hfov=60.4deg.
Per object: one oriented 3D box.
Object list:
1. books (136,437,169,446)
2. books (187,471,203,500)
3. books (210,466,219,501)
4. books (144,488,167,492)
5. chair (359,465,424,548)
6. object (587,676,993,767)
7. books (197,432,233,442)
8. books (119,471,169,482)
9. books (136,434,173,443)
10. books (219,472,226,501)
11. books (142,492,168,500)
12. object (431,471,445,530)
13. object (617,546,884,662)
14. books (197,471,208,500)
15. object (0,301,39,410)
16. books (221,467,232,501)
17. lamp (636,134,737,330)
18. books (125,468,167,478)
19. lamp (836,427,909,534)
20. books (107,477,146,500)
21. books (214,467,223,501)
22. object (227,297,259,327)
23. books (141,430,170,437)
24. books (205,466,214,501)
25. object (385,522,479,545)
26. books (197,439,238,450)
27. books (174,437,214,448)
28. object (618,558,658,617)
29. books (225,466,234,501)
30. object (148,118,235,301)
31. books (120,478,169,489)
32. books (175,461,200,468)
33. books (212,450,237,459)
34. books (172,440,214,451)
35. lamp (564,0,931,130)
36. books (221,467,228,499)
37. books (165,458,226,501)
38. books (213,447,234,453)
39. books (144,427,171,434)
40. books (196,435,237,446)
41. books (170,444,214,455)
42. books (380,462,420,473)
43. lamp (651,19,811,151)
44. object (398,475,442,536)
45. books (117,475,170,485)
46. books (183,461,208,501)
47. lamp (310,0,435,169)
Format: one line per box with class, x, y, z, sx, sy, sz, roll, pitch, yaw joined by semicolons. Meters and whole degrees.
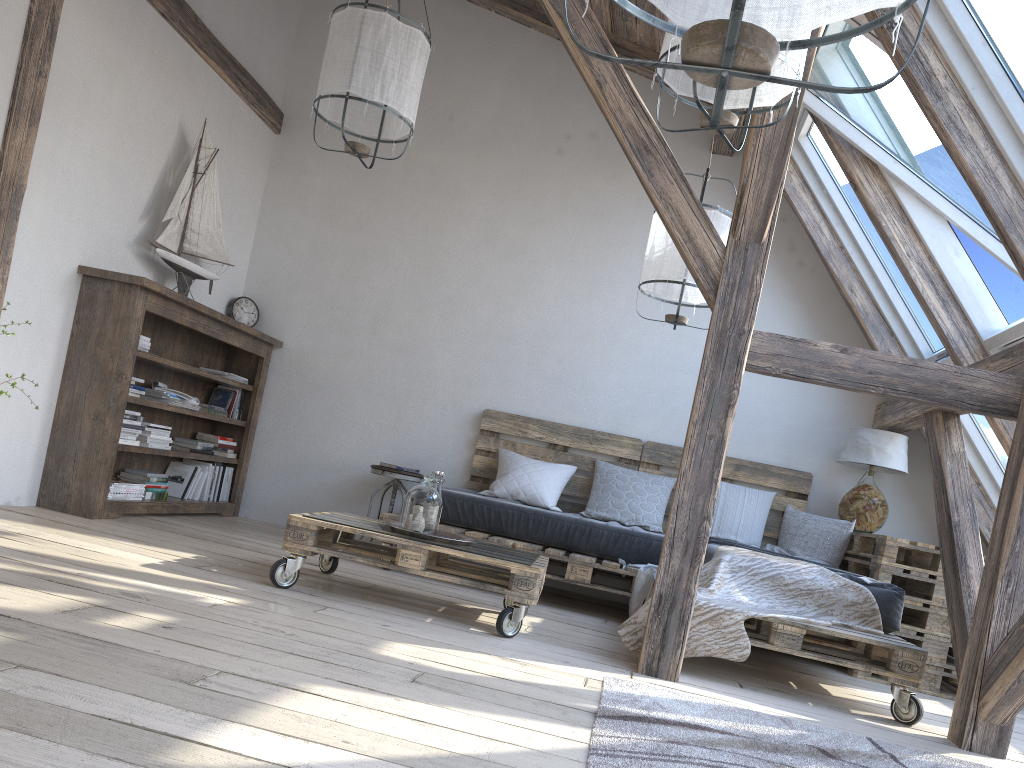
books;-1.976;0.302;4.740;0.156;0.017;0.221;11;-6;9
books;-1.944;0.593;5.246;0.139;0.175;0.095;12;-1;9
books;-1.911;0.602;5.447;0.157;0.219;0.021;12;1;8
books;-2.026;0.570;4.843;0.157;0.021;0.226;11;-6;5
chair;-0.748;0.779;5.411;0.352;0.519;0.356;12;-2;12
object;1.145;0.942;1.252;2.179;0.056;3.218;11;-6;9
books;-1.870;0.333;5.548;0.142;0.019;0.203;11;-6;9
books;-2.027;0.512;4.852;0.174;0.025;0.223;11;-6;4
books;-1.969;0.288;4.757;0.156;0.017;0.222;10;-6;14
books;-1.892;0.637;5.569;0.139;0.185;0.018;12;1;8
books;-2.033;0.598;4.841;0.173;0.038;0.225;11;-6;9
object;-0.336;0.502;3.728;0.071;0.267;0.155;12;-1;9
object;0.972;0.917;3.526;0.802;0.472;1.025;8;-6;39
books;-1.929;0.601;5.313;0.139;0.183;0.065;12;0;8
object;-2.133;-0.019;3.609;0.276;1.118;0.515;12;-1;-4
books;-1.883;0.626;5.611;0.157;0.219;0.021;12;1;8
lamp;0.909;-1.017;4.064;0.412;1.515;0.395;12;0;-40
books;-2.018;0.492;4.858;0.132;0.021;0.201;11;-6;8
lamp;1.934;0.928;5.225;0.390;1.282;0.823;12;-1;-5
books;-2.064;0.529;4.504;0.237;0.088;0.319;11;-6;9
books;-1.899;0.608;5.486;0.156;0.219;0.017;12;1;8
object;-1.733;-0.458;5.679;0.081;0.209;0.208;12;-2;45
books;-1.960;0.259;4.749;0.139;0.018;0.186;11;-6;9
books;-1.915;0.593;5.375;0.156;0.219;0.017;12;1;8
object;-0.333;0.621;3.635;0.391;0.021;0.401;8;-7;28
books;-1.855;0.381;5.536;0.160;0.026;0.205;10;-6;17
books;-1.908;0.351;5.281;0.151;0.024;0.230;11;-6;5
object;0.802;1.056;4.324;0.506;0.276;0.710;12;-5;-7
books;-1.877;0.630;5.639;0.156;0.220;0.036;12;1;8
object;-1.710;-0.921;4.855;0.140;0.990;0.797;12;-2;15
books;-2.021;0.549;4.843;0.157;0.021;0.227;11;-6;10
books;-1.975;0.571;5.239;0.156;0.205;0.108;12;-1;9
books;-1.865;0.429;5.532;0.218;0.030;0.163;12;-6;2
books;-1.913;0.372;5.279;0.159;0.023;0.213;11;-6;9
lamp;0.429;-1.271;0.972;0.412;1.892;0.395;11;1;-40
books;-1.904;0.619;5.591;0.157;0.219;0.021;12;1;8
books;-1.942;0.572;5.359;0.201;0.248;0.415;11;-4;10
books;-1.867;0.402;5.526;0.205;0.021;0.150;12;-6;-2
books;-1.982;0.238;4.761;0.156;0.017;0.222;10;-6;14
books;-1.857;0.355;5.529;0.156;0.021;0.221;10;-6;13
books;-1.917;0.395;5.272;0.151;0.024;0.231;10;-7;18
books;-0.688;0.513;5.386;0.148;0.021;0.208;7;-8;38
lamp;0.701;-1.348;2.448;0.410;1.303;0.397;12;0;-15
object;-0.361;0.489;3.564;0.157;0.247;0.155;12;-1;-23
books;-2.030;0.531;4.853;0.172;0.013;0.232;10;-6;12
books;-1.935;0.581;5.279;0.156;0.211;0.091;12;0;9
lamp;-0.514;-1.443;3.514;0.405;1.082;0.402;12;0;-40
